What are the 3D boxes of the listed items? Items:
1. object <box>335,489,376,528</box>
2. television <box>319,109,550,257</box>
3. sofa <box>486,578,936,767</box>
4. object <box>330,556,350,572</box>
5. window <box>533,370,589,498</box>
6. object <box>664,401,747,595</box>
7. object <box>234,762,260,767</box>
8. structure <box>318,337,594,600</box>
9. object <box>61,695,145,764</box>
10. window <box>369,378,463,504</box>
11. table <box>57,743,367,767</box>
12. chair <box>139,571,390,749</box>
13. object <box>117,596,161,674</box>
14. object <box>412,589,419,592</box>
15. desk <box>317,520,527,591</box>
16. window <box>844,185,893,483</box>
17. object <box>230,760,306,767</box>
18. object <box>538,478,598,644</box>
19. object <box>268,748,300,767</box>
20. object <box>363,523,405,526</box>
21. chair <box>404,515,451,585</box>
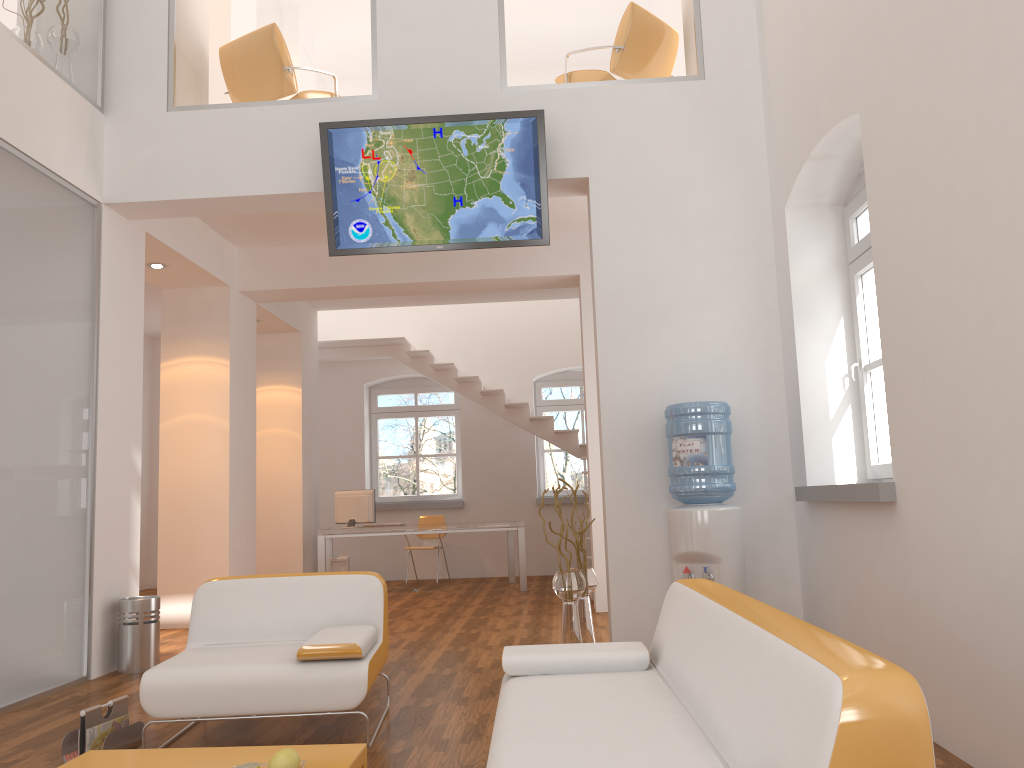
[{"bbox_3d":[-1.805,1.405,9.979,0.516,0.418,0.245,-7,-9,32],"label":"object"},{"bbox_3d":[-0.475,-1.239,5.505,1.388,0.803,0.266,-3,-8,3],"label":"television"},{"bbox_3d":[0.345,0.965,2.478,0.825,0.661,2.010,-2,-8,1],"label":"sofa"},{"bbox_3d":[-1.978,2.206,10.208,0.200,0.422,0.474,-1,-8,-7],"label":"object"},{"bbox_3d":[0.971,0.675,12.141,1.308,1.737,0.142,-3,-8,3],"label":"window"},{"bbox_3d":[1.099,0.858,5.037,0.436,1.490,0.436,-1,-8,-12],"label":"object"},{"bbox_3d":[-0.806,1.183,2.672,0.091,0.065,0.092,3,-9,-35],"label":"object"},{"bbox_3d":[-0.405,0.810,10.102,4.630,3.042,3.450,-3,-8,3],"label":"structure"},{"bbox_3d":[-1.670,1.418,3.635,0.189,0.217,0.281,-4,-8,12],"label":"object"},{"bbox_3d":[-1.317,0.776,12.250,1.308,1.737,0.142,-3,-8,3],"label":"window"},{"bbox_3d":[-1.032,1.294,2.634,1.000,0.150,1.000,-3,-8,3],"label":"table"},{"bbox_3d":[-1.054,1.214,3.976,0.923,0.661,0.825,-2,-8,-2],"label":"chair"},{"bbox_3d":[-2.381,1.595,5.662,0.248,0.450,0.248,5,-10,-43],"label":"object"},{"bbox_3d":[-1.099,2.357,10.127,0.054,0.035,0.115,-4,-8,13],"label":"object"},{"bbox_3d":[-1.023,1.983,10.111,2.239,0.750,1.092,-1,-8,-7],"label":"desk"},{"bbox_3d":[1.942,-0.320,4.437,0.142,1.627,1.302,-3,-8,3],"label":"window"},{"bbox_3d":[-0.737,1.183,2.636,0.227,0.048,0.227,-1,-8,-8],"label":"object"},{"bbox_3d":[0.407,1.146,5.582,0.284,1.112,0.655,-5,-8,24],"label":"object"},{"bbox_3d":[-0.696,1.163,2.702,0.102,0.095,0.101,2,-8,-28],"label":"object"},{"bbox_3d":[-1.493,1.639,10.357,0.467,0.031,0.200,-4,-8,13],"label":"object"},{"bbox_3d":[-1.068,2.062,11.063,0.495,0.829,0.464,-5,-8,18],"label":"chair"}]
